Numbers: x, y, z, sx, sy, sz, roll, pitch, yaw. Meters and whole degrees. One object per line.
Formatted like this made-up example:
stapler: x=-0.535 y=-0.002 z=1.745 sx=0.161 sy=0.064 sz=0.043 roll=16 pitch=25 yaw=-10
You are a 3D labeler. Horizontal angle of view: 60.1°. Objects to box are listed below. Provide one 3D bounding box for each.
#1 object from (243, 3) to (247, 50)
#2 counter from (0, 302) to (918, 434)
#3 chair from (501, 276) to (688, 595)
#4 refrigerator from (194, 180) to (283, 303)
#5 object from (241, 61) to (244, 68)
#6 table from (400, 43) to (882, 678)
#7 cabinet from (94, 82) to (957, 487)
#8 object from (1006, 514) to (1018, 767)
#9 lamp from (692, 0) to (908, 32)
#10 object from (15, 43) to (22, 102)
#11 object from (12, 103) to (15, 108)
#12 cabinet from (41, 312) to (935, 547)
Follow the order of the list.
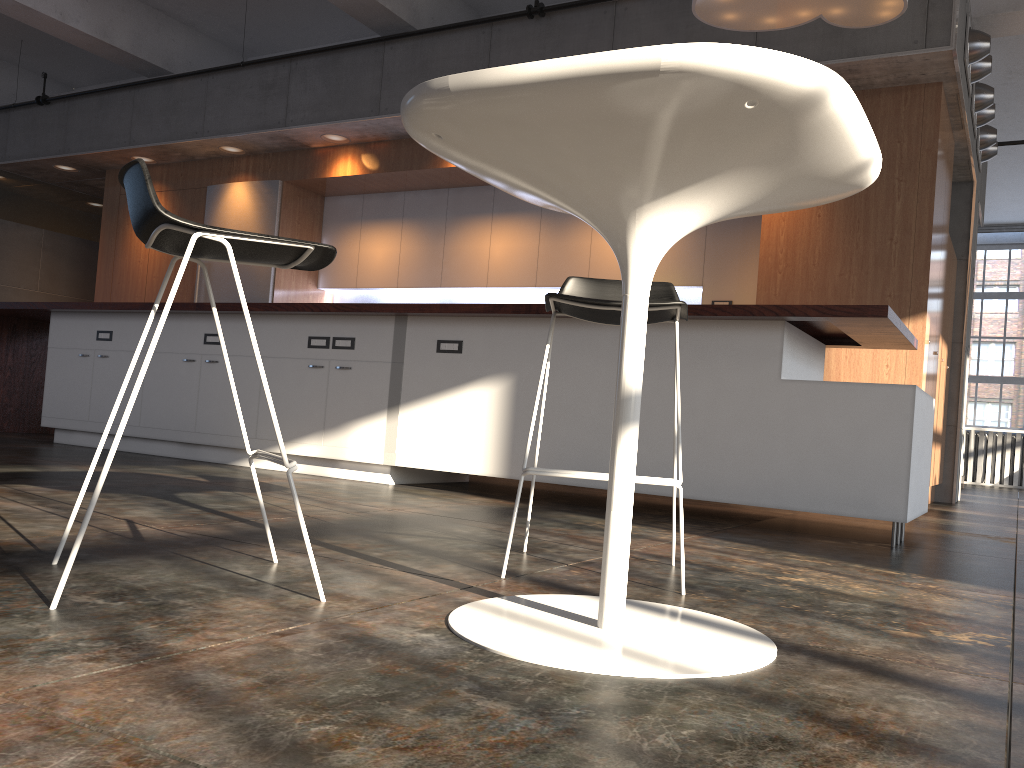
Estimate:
object: x=-0.058 y=-0.423 z=7.396 sx=0.052 sy=0.053 sz=0.063 roll=5 pitch=-2 yaw=-23
counter: x=-1.129 y=0.065 z=5.543 sx=6.533 sy=0.970 sz=1.164 roll=3 pitch=-2 yaw=29
chair: x=0.257 y=0.130 z=2.414 sx=0.462 sy=0.895 sz=0.507 roll=4 pitch=-2 yaw=6
refrigerator: x=-2.591 y=-0.795 z=8.368 sx=0.940 sy=2.190 sz=0.223 roll=4 pitch=-2 yaw=26
object: x=-0.002 y=-0.415 z=7.407 sx=0.061 sy=0.053 sz=0.053 roll=3 pitch=-2 yaw=36
table: x=0.226 y=0.007 z=1.714 sx=0.814 sy=0.951 sz=0.844 roll=3 pitch=-2 yaw=29
cabinet: x=-0.303 y=-0.712 z=8.443 sx=7.957 sy=2.561 sz=2.424 roll=3 pitch=-2 yaw=29
object: x=-3.303 y=0.625 z=7.791 sx=26.702 sy=0.001 sz=20.121 roll=3 pitch=-3 yaw=29
lamp: x=1.502 y=-2.028 z=4.488 sx=1.091 sy=0.130 sz=0.997 roll=5 pitch=-3 yaw=-14
object: x=-0.091 y=-0.465 z=7.487 sx=0.060 sy=0.059 sz=0.050 roll=5 pitch=-2 yaw=-26
object: x=-0.002 y=-0.461 z=7.387 sx=0.052 sy=0.051 sz=0.064 roll=4 pitch=-2 yaw=22
cabinet: x=-0.611 y=0.121 z=5.245 sx=5.544 sy=0.929 sz=0.940 roll=3 pitch=-2 yaw=29
